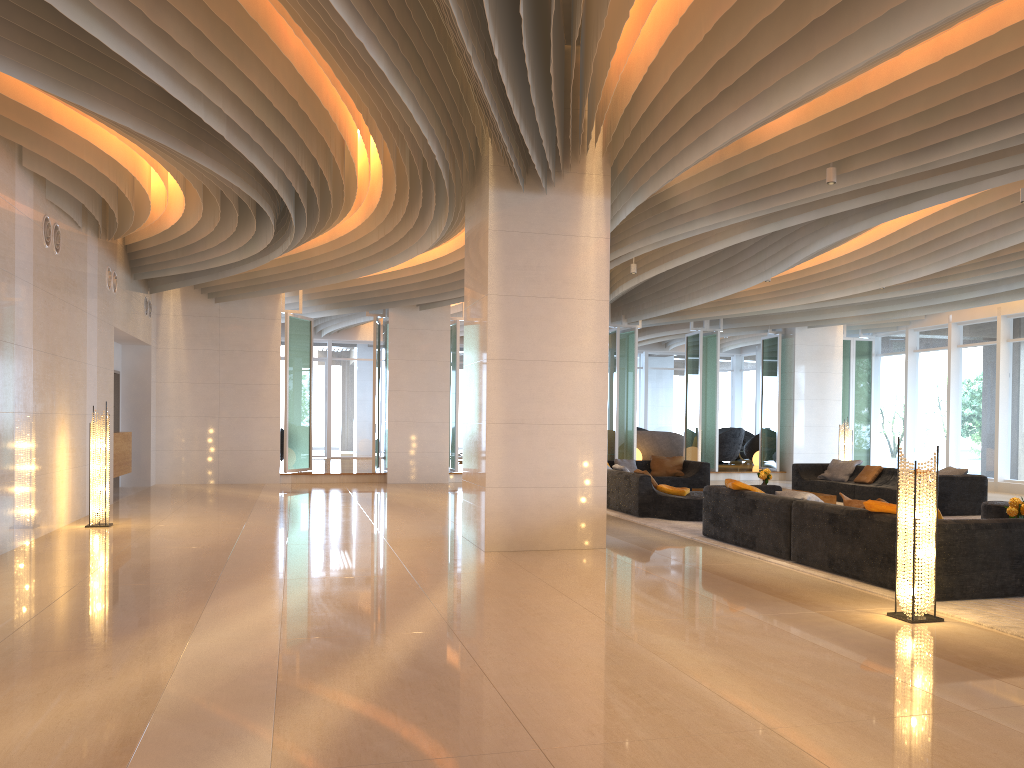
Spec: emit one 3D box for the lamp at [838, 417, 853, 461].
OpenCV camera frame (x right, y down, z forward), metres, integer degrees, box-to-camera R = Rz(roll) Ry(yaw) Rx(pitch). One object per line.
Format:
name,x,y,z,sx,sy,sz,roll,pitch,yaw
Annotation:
lamp,6.274,1.339,16.687,0.252,1.451,0.248,0,1,-15

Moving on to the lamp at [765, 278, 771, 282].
lamp,3.980,-2.345,13.768,0.088,1.506,0.090,1,1,30

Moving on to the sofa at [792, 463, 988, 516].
sofa,5.948,1.656,14.373,0.950,0.582,3.746,1,-2,-14

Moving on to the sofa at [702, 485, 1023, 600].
sofa,2.998,1.354,8.250,0.950,0.582,3.746,1,-2,-14

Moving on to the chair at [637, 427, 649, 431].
chair,3.777,1.704,25.144,1.542,1.006,1.118,2,-1,-32

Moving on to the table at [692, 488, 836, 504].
table,3.880,1.790,13.808,1.615,0.220,1.587,1,-3,-15

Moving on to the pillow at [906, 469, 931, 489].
pillow,6.248,1.464,13.653,0.324,0.312,0.405,1,-1,-12

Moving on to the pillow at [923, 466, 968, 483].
pillow,6.385,1.417,13.162,0.545,0.378,0.642,1,-2,8

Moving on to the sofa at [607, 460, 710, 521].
sofa,2.583,1.565,14.033,2.849,0.653,5.046,1,-3,-14

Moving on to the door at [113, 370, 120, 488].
door,-7.054,0.794,15.344,0.248,2.101,1.393,0,0,-14

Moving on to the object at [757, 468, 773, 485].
object,3.985,1.500,13.984,0.234,0.377,0.268,1,0,18

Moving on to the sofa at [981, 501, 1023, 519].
sofa,6.937,1.460,9.587,1.364,0.582,4.106,1,-2,-15

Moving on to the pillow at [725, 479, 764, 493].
pillow,2.566,1.209,9.456,0.545,0.378,0.642,1,-2,8

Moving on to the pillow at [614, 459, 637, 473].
pillow,2.085,1.522,16.144,0.411,0.312,0.319,1,-1,-13

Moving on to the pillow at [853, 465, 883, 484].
pillow,5.961,1.512,14.835,0.325,0.312,0.404,1,-1,-16

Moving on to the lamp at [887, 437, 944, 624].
lamp,2.670,0.951,5.852,0.252,1.198,0.248,0,1,-15

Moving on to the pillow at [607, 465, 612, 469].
pillow,1.487,1.406,14.025,0.552,0.377,0.645,1,-2,-19

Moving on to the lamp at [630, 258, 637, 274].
lamp,1.815,-2.397,13.174,0.088,1.506,0.090,1,1,30

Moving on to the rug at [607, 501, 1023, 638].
rug,5.014,1.714,9.152,5.560,0.022,16.085,1,-3,-14

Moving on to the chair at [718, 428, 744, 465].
chair,5.688,1.683,24.126,1.545,1.006,1.116,2,-2,-42

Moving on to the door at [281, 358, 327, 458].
door,-5.926,0.679,24.797,1.472,2.772,0.059,1,1,-15

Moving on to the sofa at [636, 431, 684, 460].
sofa,3.556,1.666,23.122,2.520,0.901,1.129,-1,-2,35

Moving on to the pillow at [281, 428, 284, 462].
pillow,-5.526,1.321,18.925,1.533,1.006,1.125,1,-1,-17

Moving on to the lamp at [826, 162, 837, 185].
lamp,2.951,-2.601,8.163,0.090,1.506,0.088,0,1,-24

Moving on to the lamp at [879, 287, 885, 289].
lamp,5.983,-2.297,14.320,0.088,1.506,0.090,1,1,30

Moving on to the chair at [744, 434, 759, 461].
chair,7.269,1.737,24.943,1.529,1.006,1.128,1,-1,-12

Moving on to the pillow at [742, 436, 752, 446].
pillow,7.157,1.732,26.980,0.500,0.409,0.467,0,-1,13

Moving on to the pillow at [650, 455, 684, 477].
pillow,2.865,1.514,16.375,0.636,0.378,0.550,0,-1,7

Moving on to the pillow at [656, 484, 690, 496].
pillow,2.196,1.437,12.044,0.406,0.136,0.421,0,-2,19

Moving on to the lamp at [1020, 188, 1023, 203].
lamp,5.085,-2.549,8.758,0.090,1.506,0.087,0,1,-42

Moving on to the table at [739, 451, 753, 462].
table,7.103,2.122,25.932,1.085,0.318,0.814,1,-2,-8

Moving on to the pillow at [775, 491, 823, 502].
pillow,2.847,1.235,8.610,0.423,0.377,0.582,1,-2,-12

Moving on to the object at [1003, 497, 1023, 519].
object,4.966,1.282,8.697,0.235,0.377,0.267,1,0,8

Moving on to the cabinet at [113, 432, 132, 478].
cabinet,-6.305,1.075,13.681,0.564,0.662,1.498,1,-2,-14

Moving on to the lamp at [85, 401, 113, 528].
lamp,-4.789,0.927,10.297,0.252,1.451,0.248,0,1,-15

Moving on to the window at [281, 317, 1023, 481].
window,8.675,0.050,12.215,53.514,3.221,22.546,-1,-3,41

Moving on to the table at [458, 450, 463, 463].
table,-1.058,1.899,23.080,1.085,0.318,0.814,1,-2,-8

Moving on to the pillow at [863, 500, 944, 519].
pillow,3.171,1.108,6.967,0.556,0.378,0.628,2,-2,-36

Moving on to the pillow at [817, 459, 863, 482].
pillow,5.779,1.518,15.651,0.556,0.378,0.628,2,-2,-36

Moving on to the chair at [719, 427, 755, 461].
chair,6.802,1.818,26.915,1.520,1.006,1.135,1,-1,-2

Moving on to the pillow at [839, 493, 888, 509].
pillow,3.091,1.156,7.607,0.447,0.410,0.597,1,-1,-12

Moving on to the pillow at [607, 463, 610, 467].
pillow,1.452,1.413,14.362,0.415,0.335,0.330,0,-1,41

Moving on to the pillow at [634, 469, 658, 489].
pillow,1.894,1.341,12.280,0.331,0.311,0.420,1,-1,-13
